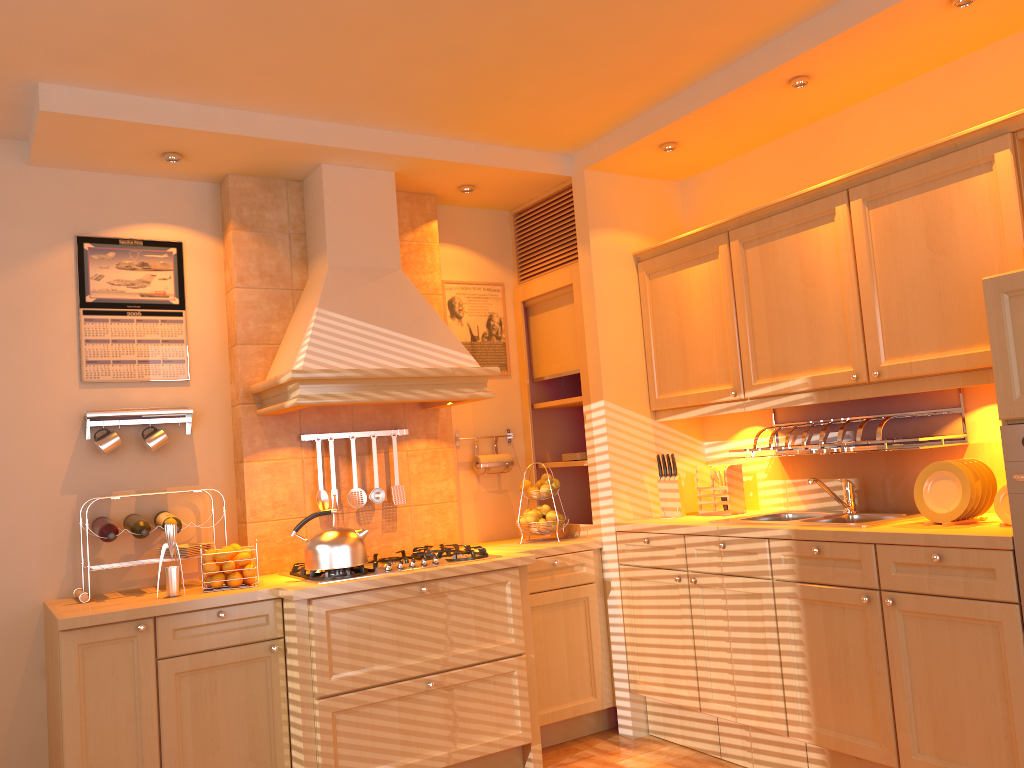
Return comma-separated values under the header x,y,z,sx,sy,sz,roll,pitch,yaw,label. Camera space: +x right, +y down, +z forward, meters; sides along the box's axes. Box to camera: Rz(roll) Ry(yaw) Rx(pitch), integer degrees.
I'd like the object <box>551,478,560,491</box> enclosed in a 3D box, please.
x,y,z,sx,sy,sz,roll,pitch,yaw,label
0.203,0.483,4.256,0.058,0.060,0.057,-4,-5,-11,object

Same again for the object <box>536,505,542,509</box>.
x,y,z,sx,sy,sz,roll,pitch,yaw,label
0.141,0.604,4.255,0.051,0.048,0.050,-5,-5,1,object

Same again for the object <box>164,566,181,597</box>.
x,y,z,sx,sy,sz,roll,pitch,yaw,label
-1.244,0.726,3.256,0.060,0.106,0.060,-7,-5,26,object

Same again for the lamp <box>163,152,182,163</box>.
x,y,z,sx,sy,sz,roll,pitch,yaw,label
-1.365,-0.909,3.565,0.070,0.021,0.070,-9,-6,41,lamp

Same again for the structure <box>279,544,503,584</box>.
x,y,z,sx,sy,sz,roll,pitch,yaw,label
-0.506,0.734,3.690,0.797,0.051,0.494,-2,-6,-32,structure

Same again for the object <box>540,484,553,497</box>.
x,y,z,sx,sy,sz,roll,pitch,yaw,label
0.163,0.506,4.220,0.064,0.063,0.063,-3,-5,-15,object

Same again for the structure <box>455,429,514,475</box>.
x,y,z,sx,sy,sz,roll,pitch,yaw,label
-0.107,0.341,4.457,0.320,0.220,0.126,-2,-6,-32,structure

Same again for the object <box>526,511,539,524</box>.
x,y,z,sx,sy,sz,roll,pitch,yaw,label
0.096,0.626,4.155,0.056,0.063,0.065,-8,-6,34,object

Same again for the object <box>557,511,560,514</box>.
x,y,z,sx,sy,sz,roll,pitch,yaw,label
0.215,0.643,4.323,0.045,0.047,0.046,-6,-5,14,object

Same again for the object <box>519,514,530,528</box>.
x,y,z,sx,sy,sz,roll,pitch,yaw,label
0.059,0.650,4.205,0.063,0.063,0.063,-3,-5,-20,object

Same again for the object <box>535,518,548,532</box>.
x,y,z,sx,sy,sz,roll,pitch,yaw,label
0.139,0.662,4.169,0.064,0.062,0.064,0,-7,-45,object

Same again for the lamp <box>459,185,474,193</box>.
x,y,z,sx,sy,sz,roll,pitch,yaw,label
-0.218,-0.939,4.280,0.070,0.021,0.070,-9,-6,41,lamp

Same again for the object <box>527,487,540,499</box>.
x,y,z,sx,sy,sz,roll,pitch,yaw,label
0.103,0.520,4.243,0.064,0.058,0.063,-7,-5,24,object

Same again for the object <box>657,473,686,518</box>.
x,y,z,sx,sy,sz,roll,pitch,yaw,label
0.733,0.511,4.081,0.100,0.200,0.070,-7,-6,31,object

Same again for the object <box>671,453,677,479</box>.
x,y,z,sx,sy,sz,roll,pitch,yaw,label
0.748,0.450,4.057,0.019,0.265,0.037,-9,-6,41,object

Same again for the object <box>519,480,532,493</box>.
x,y,z,sx,sy,sz,roll,pitch,yaw,label
0.066,0.494,4.284,0.061,0.064,0.063,-3,-5,-23,object

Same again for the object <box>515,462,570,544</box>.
x,y,z,sx,sy,sz,roll,pitch,yaw,label
0.137,0.564,4.257,0.265,0.376,0.265,-6,-5,17,object

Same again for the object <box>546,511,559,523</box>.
x,y,z,sx,sy,sz,roll,pitch,yaw,label
0.190,0.625,4.164,0.063,0.060,0.064,-3,-5,-17,object

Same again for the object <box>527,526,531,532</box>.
x,y,z,sx,sy,sz,roll,pitch,yaw,label
0.095,0.692,4.267,0.046,0.043,0.047,-6,-5,18,object

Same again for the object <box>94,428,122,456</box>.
x,y,z,sx,sy,sz,roll,pitch,yaw,label
-1.614,0.230,3.545,0.103,0.111,0.066,-1,-6,-38,object

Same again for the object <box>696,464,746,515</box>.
x,y,z,sx,sy,sz,roll,pitch,yaw,label
0.947,0.481,4.036,0.103,0.221,0.200,-2,-6,-32,object

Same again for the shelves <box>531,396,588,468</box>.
x,y,z,sx,sy,sz,roll,pitch,yaw,label
0.498,0.421,4.542,0.582,0.702,0.600,-2,-6,-32,shelves

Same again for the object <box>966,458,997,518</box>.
x,y,z,sx,sy,sz,roll,pitch,yaw,label
1.542,0.352,2.997,0.049,0.200,0.205,-2,-5,-30,object

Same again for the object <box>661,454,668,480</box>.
x,y,z,sx,sy,sz,roll,pitch,yaw,label
0.708,0.455,4.082,0.019,0.265,0.038,-9,-6,41,object

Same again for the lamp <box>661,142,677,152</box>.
x,y,z,sx,sy,sz,roll,pitch,yaw,label
0.691,-1.041,3.905,0.070,0.021,0.070,-6,-5,19,lamp

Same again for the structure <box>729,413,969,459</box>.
x,y,z,sx,sy,sz,roll,pitch,yaw,label
1.293,0.208,3.523,0.300,0.126,0.900,-2,-6,-32,structure

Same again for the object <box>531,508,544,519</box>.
x,y,z,sx,sy,sz,roll,pitch,yaw,label
0.118,0.621,4.207,0.063,0.061,0.063,-7,-6,31,object

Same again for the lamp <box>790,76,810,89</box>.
x,y,z,sx,sy,sz,roll,pitch,yaw,label
1.071,-1.121,3.300,0.070,0.021,0.070,-5,-5,7,lamp

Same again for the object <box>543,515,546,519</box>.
x,y,z,sx,sy,sz,roll,pitch,yaw,label
0.153,0.640,4.297,0.059,0.055,0.058,-2,-5,-25,object

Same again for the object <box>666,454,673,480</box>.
x,y,z,sx,sy,sz,roll,pitch,yaw,label
0.728,0.453,4.070,0.019,0.265,0.038,-9,-6,41,object

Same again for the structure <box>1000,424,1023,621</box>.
x,y,z,sx,sy,sz,roll,pitch,yaw,label
1.549,0.377,2.250,0.066,0.583,0.576,-2,-6,-32,structure

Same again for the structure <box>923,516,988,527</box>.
x,y,z,sx,sy,sz,roll,pitch,yaw,label
1.474,0.455,2.944,0.219,0.010,0.084,-2,-5,-29,structure

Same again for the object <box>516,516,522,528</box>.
x,y,z,sx,sy,sz,roll,pitch,yaw,label
0.049,0.663,4.270,0.056,0.057,0.053,-8,-6,35,object

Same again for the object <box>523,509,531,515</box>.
x,y,z,sx,sy,sz,roll,pitch,yaw,label
0.082,0.628,4.257,0.055,0.058,0.056,-5,-5,4,object

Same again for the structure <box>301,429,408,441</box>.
x,y,z,sx,sy,sz,roll,pitch,yaw,label
-0.696,0.227,3.967,0.506,0.024,0.009,-2,-6,-32,structure

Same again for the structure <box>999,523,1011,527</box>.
x,y,z,sx,sy,sz,roll,pitch,yaw,label
1.623,0.429,2.762,0.219,0.010,0.084,-2,-5,-31,structure

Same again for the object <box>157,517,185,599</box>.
x,y,z,sx,sy,sz,roll,pitch,yaw,label
-1.263,0.636,3.255,0.088,0.288,0.101,-2,-6,-32,object

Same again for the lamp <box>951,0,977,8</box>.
x,y,z,sx,sy,sz,roll,pitch,yaw,label
1.406,-1.192,2.757,0.070,0.021,0.070,-6,-5,19,lamp

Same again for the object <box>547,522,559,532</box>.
x,y,z,sx,sy,sz,roll,pitch,yaw,label
0.189,0.672,4.212,0.063,0.061,0.064,-8,-6,36,object

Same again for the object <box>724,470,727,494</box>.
x,y,z,sx,sy,sz,roll,pitch,yaw,label
0.957,0.484,3.973,0.018,0.196,0.022,-2,-5,-27,object

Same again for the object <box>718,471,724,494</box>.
x,y,z,sx,sy,sz,roll,pitch,yaw,label
0.948,0.486,3.979,0.020,0.196,0.017,-4,-5,-6,object

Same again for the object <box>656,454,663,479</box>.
x,y,z,sx,sy,sz,roll,pitch,yaw,label
0.689,0.458,4.093,0.019,0.265,0.037,-6,-5,22,object

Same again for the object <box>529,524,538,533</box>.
x,y,z,sx,sy,sz,roll,pitch,yaw,label
0.108,0.682,4.217,0.052,0.056,0.057,-6,-5,20,object

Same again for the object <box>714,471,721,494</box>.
x,y,z,sx,sy,sz,roll,pitch,yaw,label
0.933,0.484,3.986,0.042,0.192,0.040,-6,-5,19,object

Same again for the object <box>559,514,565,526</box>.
x,y,z,sx,sy,sz,roll,pitch,yaw,label
0.227,0.656,4.278,0.059,0.059,0.058,-5,-5,12,object

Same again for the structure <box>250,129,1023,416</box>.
x,y,z,sx,sy,sz,roll,pitch,yaw,label
0.737,-0.555,2.970,4.091,1.148,1.061,-7,-6,32,structure

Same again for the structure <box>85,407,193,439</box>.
x,y,z,sx,sy,sz,roll,pitch,yaw,label
-1.524,0.155,3.638,0.405,0.118,0.069,-2,-6,-32,structure

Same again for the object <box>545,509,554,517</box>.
x,y,z,sx,sy,sz,roll,pitch,yaw,label
0.188,0.629,4.249,0.057,0.059,0.058,-6,-5,22,object

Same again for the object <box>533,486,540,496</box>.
x,y,z,sx,sy,sz,roll,pitch,yaw,label
0.112,0.523,4.301,0.057,0.056,0.051,-6,-5,18,object

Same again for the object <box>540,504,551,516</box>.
x,y,z,sx,sy,sz,roll,pitch,yaw,label
0.159,0.596,4.194,0.049,0.052,0.050,-2,-5,-24,object

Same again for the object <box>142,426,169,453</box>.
x,y,z,sx,sy,sz,roll,pitch,yaw,label
-1.463,0.226,3.639,0.103,0.111,0.066,-1,-6,-38,object
